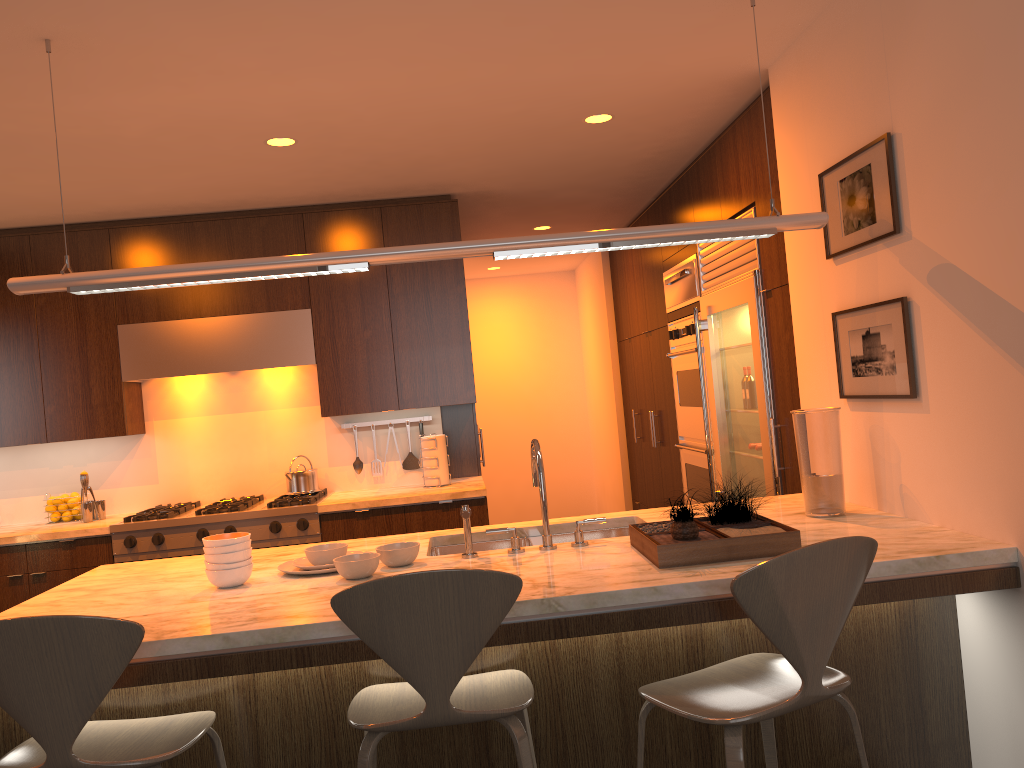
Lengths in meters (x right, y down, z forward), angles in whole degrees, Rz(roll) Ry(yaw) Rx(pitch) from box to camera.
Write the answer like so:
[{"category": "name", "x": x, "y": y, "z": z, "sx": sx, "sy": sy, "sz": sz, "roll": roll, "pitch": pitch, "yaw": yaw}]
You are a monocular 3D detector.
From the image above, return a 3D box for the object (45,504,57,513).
[{"category": "object", "x": -2.614, "y": 0.709, "z": 5.030, "sx": 0.063, "sy": 0.051, "sz": 0.053, "roll": -5, "pitch": -1, "yaw": -2}]

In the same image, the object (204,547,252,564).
[{"category": "object", "x": -0.846, "y": 0.527, "z": 2.650, "sx": 0.140, "sy": 0.062, "sz": 0.139, "roll": -5, "pitch": -1, "yaw": -4}]

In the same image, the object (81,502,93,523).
[{"category": "object", "x": -2.356, "y": 0.714, "z": 4.921, "sx": 0.060, "sy": 0.106, "sz": 0.060, "roll": -6, "pitch": -1, "yaw": 28}]

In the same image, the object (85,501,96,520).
[{"category": "object", "x": -2.389, "y": 0.718, "z": 5.035, "sx": 0.060, "sy": 0.106, "sz": 0.060, "roll": -6, "pitch": -1, "yaw": 28}]

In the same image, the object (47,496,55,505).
[{"category": "object", "x": -2.623, "y": 0.670, "z": 5.059, "sx": 0.057, "sy": 0.060, "sz": 0.052, "roll": -6, "pitch": -1, "yaw": 17}]

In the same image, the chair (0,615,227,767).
[{"category": "chair", "x": -0.941, "y": 0.999, "z": 2.054, "sx": 0.520, "sy": 1.047, "sz": 0.506, "roll": -5, "pitch": -1, "yaw": 1}]

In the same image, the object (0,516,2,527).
[{"category": "object", "x": -2.984, "y": 0.751, "z": 5.103, "sx": 0.079, "sy": 0.154, "sz": 0.079, "roll": -5, "pitch": -1, "yaw": -21}]

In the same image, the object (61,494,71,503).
[{"category": "object", "x": -2.565, "y": 0.658, "z": 5.094, "sx": 0.063, "sy": 0.053, "sz": 0.051, "roll": -6, "pitch": -1, "yaw": 31}]

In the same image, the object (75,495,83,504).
[{"category": "object", "x": -2.499, "y": 0.667, "z": 5.119, "sx": 0.063, "sy": 0.053, "sz": 0.051, "roll": -6, "pitch": -1, "yaw": 42}]

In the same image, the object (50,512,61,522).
[{"category": "object", "x": -2.590, "y": 0.754, "z": 5.032, "sx": 0.052, "sy": 0.057, "sz": 0.060, "roll": -6, "pitch": -1, "yaw": 31}]

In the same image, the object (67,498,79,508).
[{"category": "object", "x": -2.504, "y": 0.679, "z": 5.061, "sx": 0.053, "sy": 0.052, "sz": 0.061, "roll": -6, "pitch": -1, "yaw": 42}]

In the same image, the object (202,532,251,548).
[{"category": "object", "x": -0.851, "y": 0.484, "z": 2.651, "sx": 0.140, "sy": 0.062, "sz": 0.139, "roll": -5, "pitch": -1, "yaw": 5}]

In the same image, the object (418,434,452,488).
[{"category": "object", "x": -0.451, "y": 0.439, "z": 5.125, "sx": 0.160, "sy": 0.304, "sz": 0.168, "roll": -6, "pitch": -1, "yaw": 40}]

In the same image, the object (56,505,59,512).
[{"category": "object", "x": -2.593, "y": 0.706, "z": 5.084, "sx": 0.051, "sy": 0.053, "sz": 0.064, "roll": -6, "pitch": -1, "yaw": 32}]

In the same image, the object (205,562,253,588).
[{"category": "object", "x": -0.842, "y": 0.573, "z": 2.650, "sx": 0.140, "sy": 0.059, "sz": 0.139, "roll": -5, "pitch": -1, "yaw": -12}]

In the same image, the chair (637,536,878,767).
[{"category": "chair", "x": 0.582, "y": 0.857, "z": 2.041, "sx": 0.520, "sy": 1.047, "sz": 0.506, "roll": -5, "pitch": -1, "yaw": -29}]

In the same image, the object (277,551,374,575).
[{"category": "object", "x": -0.583, "y": 0.570, "z": 2.807, "sx": 0.310, "sy": 0.021, "sz": 0.309, "roll": -5, "pitch": -1, "yaw": -4}]

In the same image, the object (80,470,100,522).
[{"category": "object", "x": -2.377, "y": 0.625, "z": 4.928, "sx": 0.088, "sy": 0.288, "sz": 0.101, "roll": -6, "pitch": -1, "yaw": 26}]

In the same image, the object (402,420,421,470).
[{"category": "object", "x": -0.616, "y": 0.368, "z": 5.344, "sx": 0.112, "sy": 0.303, "sz": 0.036, "roll": -5, "pitch": -1, "yaw": -4}]

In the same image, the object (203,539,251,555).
[{"category": "object", "x": -0.848, "y": 0.505, "z": 2.650, "sx": 0.140, "sy": 0.064, "sz": 0.139, "roll": -5, "pitch": -1, "yaw": -29}]

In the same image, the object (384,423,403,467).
[{"category": "object", "x": -0.725, "y": 0.370, "z": 5.320, "sx": 0.114, "sy": 0.271, "sz": 0.008, "roll": -5, "pitch": -1, "yaw": -4}]

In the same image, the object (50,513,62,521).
[{"category": "object", "x": -2.614, "y": 0.763, "z": 5.084, "sx": 0.061, "sy": 0.053, "sz": 0.053, "roll": -5, "pitch": -1, "yaw": -18}]

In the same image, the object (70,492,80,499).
[{"category": "object", "x": -2.545, "y": 0.659, "z": 5.168, "sx": 0.059, "sy": 0.060, "sz": 0.050, "roll": -6, "pitch": -1, "yaw": 29}]

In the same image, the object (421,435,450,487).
[{"category": "object", "x": -0.444, "y": 0.441, "z": 5.118, "sx": 0.144, "sy": 0.286, "sz": 0.149, "roll": -5, "pitch": -1, "yaw": -22}]

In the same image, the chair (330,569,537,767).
[{"category": "chair", "x": -0.157, "y": 0.927, "z": 2.147, "sx": 0.520, "sy": 1.047, "sz": 0.506, "roll": -5, "pitch": -1, "yaw": -4}]

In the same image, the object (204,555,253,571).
[{"category": "object", "x": -0.844, "y": 0.549, "z": 2.650, "sx": 0.140, "sy": 0.068, "sz": 0.139, "roll": -5, "pitch": -1, "yaw": -21}]

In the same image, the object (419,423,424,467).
[{"category": "object", "x": -0.536, "y": 0.375, "z": 5.332, "sx": 0.063, "sy": 0.281, "sz": 0.063, "roll": -5, "pitch": -1, "yaw": -26}]

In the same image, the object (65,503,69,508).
[{"category": "object", "x": -2.566, "y": 0.690, "z": 5.137, "sx": 0.061, "sy": 0.051, "sz": 0.055, "roll": -6, "pitch": -1, "yaw": 24}]

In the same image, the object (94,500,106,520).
[{"category": "object", "x": -2.321, "y": 0.712, "z": 5.002, "sx": 0.060, "sy": 0.106, "sz": 0.060, "roll": -6, "pitch": -1, "yaw": 28}]

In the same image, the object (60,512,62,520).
[{"category": "object", "x": -2.627, "y": 0.764, "z": 5.143, "sx": 0.053, "sy": 0.053, "sz": 0.061, "roll": -5, "pitch": -1, "yaw": -16}]

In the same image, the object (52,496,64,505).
[{"category": "object", "x": -2.576, "y": 0.662, "z": 5.035, "sx": 0.063, "sy": 0.051, "sz": 0.053, "roll": -5, "pitch": -1, "yaw": -13}]

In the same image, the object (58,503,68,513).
[{"category": "object", "x": -2.553, "y": 0.705, "z": 5.044, "sx": 0.052, "sy": 0.053, "sz": 0.062, "roll": -5, "pitch": -1, "yaw": 1}]
